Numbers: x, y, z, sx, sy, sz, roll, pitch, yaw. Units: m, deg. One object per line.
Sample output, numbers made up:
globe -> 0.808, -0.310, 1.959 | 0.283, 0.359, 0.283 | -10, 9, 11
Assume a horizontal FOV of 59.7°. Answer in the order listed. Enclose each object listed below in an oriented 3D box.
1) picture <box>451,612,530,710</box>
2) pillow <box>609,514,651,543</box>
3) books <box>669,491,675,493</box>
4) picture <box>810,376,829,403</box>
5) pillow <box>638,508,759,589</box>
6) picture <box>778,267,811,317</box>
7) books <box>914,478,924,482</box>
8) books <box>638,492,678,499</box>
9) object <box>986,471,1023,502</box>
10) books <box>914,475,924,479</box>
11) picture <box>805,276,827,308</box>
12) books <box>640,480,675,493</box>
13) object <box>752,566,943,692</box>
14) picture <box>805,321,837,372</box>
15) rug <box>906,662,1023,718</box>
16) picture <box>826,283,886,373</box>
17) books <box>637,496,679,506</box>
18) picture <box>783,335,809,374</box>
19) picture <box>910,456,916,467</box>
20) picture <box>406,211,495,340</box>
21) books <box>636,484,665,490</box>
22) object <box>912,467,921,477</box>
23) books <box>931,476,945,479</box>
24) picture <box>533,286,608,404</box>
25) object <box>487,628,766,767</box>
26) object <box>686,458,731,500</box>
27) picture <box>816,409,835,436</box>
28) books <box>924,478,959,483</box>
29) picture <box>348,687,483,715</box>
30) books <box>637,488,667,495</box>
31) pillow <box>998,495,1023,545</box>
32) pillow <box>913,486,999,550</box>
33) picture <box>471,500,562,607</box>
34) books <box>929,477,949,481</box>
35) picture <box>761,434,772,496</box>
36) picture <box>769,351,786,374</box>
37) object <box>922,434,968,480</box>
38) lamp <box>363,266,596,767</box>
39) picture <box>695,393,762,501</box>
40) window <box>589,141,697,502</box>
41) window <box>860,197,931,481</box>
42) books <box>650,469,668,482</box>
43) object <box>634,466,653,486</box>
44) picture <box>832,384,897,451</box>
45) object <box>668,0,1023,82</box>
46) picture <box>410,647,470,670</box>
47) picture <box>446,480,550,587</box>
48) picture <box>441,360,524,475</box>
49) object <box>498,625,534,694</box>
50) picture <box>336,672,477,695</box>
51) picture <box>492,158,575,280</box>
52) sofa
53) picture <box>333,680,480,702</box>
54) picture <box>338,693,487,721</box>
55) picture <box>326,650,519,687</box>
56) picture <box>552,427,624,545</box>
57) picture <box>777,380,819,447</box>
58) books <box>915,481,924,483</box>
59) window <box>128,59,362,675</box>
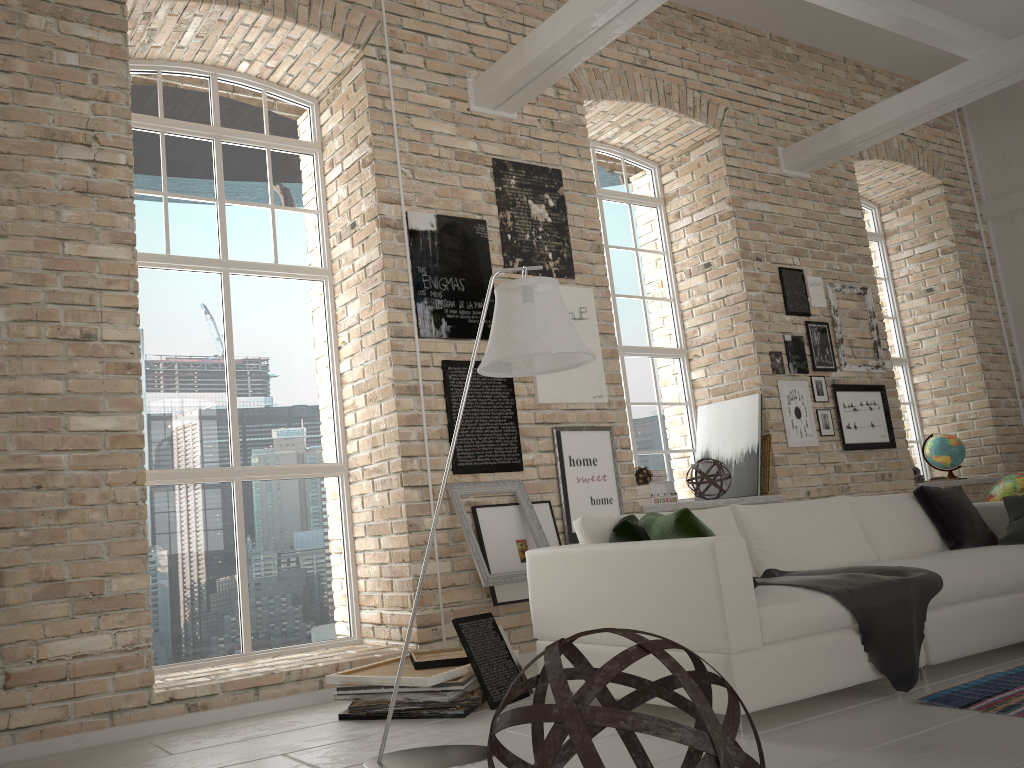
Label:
picture -> -0.095, 1.271, 4.117 | 0.204, 0.406, 0.309 | -13, -12, 33
pillow -> 0.585, 0.739, 3.827 | 0.323, 0.366, 0.398 | -8, -10, 11
books -> 0.998, 0.845, 6.497 | 0.225, 0.088, 0.334 | 0, -11, -30
picture -> 2.430, 0.041, 7.045 | 0.165, 0.213, 0.012 | 0, -12, -32
pillow -> 0.731, 0.670, 3.578 | 0.299, 0.345, 0.423 | -4, -10, -11
picture -> 2.261, -0.736, 7.130 | 0.278, 0.395, 0.019 | 0, -12, -32
books -> 3.444, 0.852, 7.821 | 0.239, 0.030, 0.215 | 1, -11, -35
books -> 0.958, 0.769, 6.105 | 0.254, 0.024, 0.232 | 2, -12, -37
object -> 4.252, 1.143, 7.232 | 0.695, 0.927, 0.614 | -12, -11, 30
books -> 3.448, 0.828, 7.832 | 0.241, 0.026, 0.216 | 2, -12, -38
picture -> 2.484, -0.752, 7.280 | 0.182, 0.260, 0.013 | 0, -12, -32
books -> 0.989, 0.764, 6.513 | 0.222, 0.088, 0.337 | 2, -12, -40
object -> 1.293, 1.036, 3.819 | 0.839, 0.465, 0.823 | 1, -12, -36
picture -> 2.482, -0.302, 7.155 | 0.274, 0.411, 0.011 | 0, -12, -32
rug -> 2.777, 0.950, 2.563 | 1.321, 0.008, 2.843 | 2, -12, -36
picture -> 2.870, -0.465, 7.442 | 0.567, 0.751, 0.027 | 0, -12, -32
books -> 0.960, 0.804, 6.097 | 0.259, 0.049, 0.232 | 2, -12, -37
picture -> 2.226, -0.231, 6.982 | 0.216, 0.307, 0.015 | 0, -12, -32
picture -> 3.753, 0.835, 8.522 | 0.369, 0.293, 0.071 | 0, -12, -32
picture -> -0.360, -0.656, 5.452 | 0.555, 0.788, 0.039 | 0, -12, -32
books -> 0.923, 0.707, 6.115 | 0.172, 0.030, 0.187 | 4, -13, -45
object -> 3.465, 0.790, 7.861 | 0.096, 0.090, 0.469 | -7, -9, 4
books -> 3.709, 0.816, 7.765 | 0.108, 0.013, 0.125 | -11, -11, 30
picture -> 0.346, -0.259, 5.792 | 0.554, 0.787, 0.039 | 0, -12, -32
object -> 0.226, 0.779, 1.818 | 0.577, 0.544, 0.504 | -12, -11, 31
object -> 1.415, 0.685, 6.430 | 0.285, 0.308, 0.326 | 3, -13, -43
picture -> 2.461, 0.304, 6.998 | 0.165, 0.213, 0.012 | 0, -12, -32
books -> 3.732, 0.842, 7.755 | 0.214, 0.022, 0.186 | 1, -11, -34
picture -> -0.435, 1.464, 4.273 | 0.592, 0.048, 0.776 | -5, -9, 1
books -> 0.921, 0.741, 6.106 | 0.207, 0.041, 0.190 | -13, -12, 41
pillow -> 2.874, 0.705, 4.822 | 0.318, 0.306, 0.443 | 4, -13, -44
pillow -> 2.563, 0.767, 5.141 | 0.401, 0.391, 0.256 | 0, -12, -33
picture -> 0.066, 0.978, 5.219 | 0.541, 0.570, 0.156 | 0, -12, -33
books -> 3.719, 0.827, 7.759 | 0.142, 0.014, 0.099 | -12, -12, 37
picture -> 1.794, 0.624, 6.683 | 0.162, 0.462, 0.384 | 1, -12, -36
picture -> 2.035, -0.163, 6.845 | 0.127, 0.179, 0.009 | -1, -12, -27
object -> 4.040, 0.681, 8.291 | 0.311, 0.466, 0.347 | -1, -11, -29
lamp -> -0.128, 0.436, 3.343 | 1.007, 1.781, 0.447 | -6, -10, 1
picture -> 1.655, 0.499, 6.828 | 0.230, 0.766, 0.623 | 1, -12, -35
window -> 4.264, -1.613, 2.287 | 1.343, 2.997, 12.116 | 1, -11, -36
window -> 6.801, -1.581, 3.890 | 1.343, 2.997, 12.116 | 1, -11, -36
books -> 0.976, 0.679, 6.518 | 0.244, 0.085, 0.284 | -12, -11, 35
object -> 0.901, 0.639, 6.182 | 0.140, 0.138, 0.145 | -5, -10, -7
picture -> 2.865, 0.268, 7.254 | 0.671, 0.537, 0.033 | 0, -12, -32
object -> 3.900, -1.655, 2.104 | 9.520, 4.813, 12.557 | 1, -11, -34
picture -> -0.344, 1.329, 4.344 | 0.286, 0.048, 0.390 | -4, -9, -8
picture -> -0.047, 0.837, 5.098 | 0.511, 0.584, 0.300 | 1, -12, -33
picture -> -0.185, 0.198, 5.364 | 0.480, 0.683, 0.068 | 0, -12, -32
object -> -0.046, 1.317, 4.186 | 0.165, 0.332, 0.252 | -13, -12, 33
picture -> -0.428, 1.386, 4.278 | 0.607, 0.048, 0.755 | -7, -9, 13
picture -> 0.139, -1.085, 5.894 | 0.553, 0.786, 0.039 | 0, -12, -32
sofa -> 2.040, 0.849, 3.893 | 3.081, 0.844, 2.300 | 1, -11, -33
picture -> -0.399, 1.424, 4.282 | 0.619, 0.048, 0.740 | -9, -10, 24
picture -> -0.404, 1.494, 4.242 | 0.610, 0.048, 0.754 | -8, -10, 15
picture -> -0.415, 1.345, 4.262 | 0.624, 0.048, 0.733 | -11, -11, 32
picture -> 0.496, 0.643, 5.659 | 0.487, 0.758, 0.013 | 0, -12, -32
picture -> 2.198, 0.226, 6.845 | 0.344, 0.515, 0.014 | 0, -12, -32
books -> 3.449, 0.877, 7.813 | 0.240, 0.025, 0.214 | 1, -11, -33
window -> 1.740, -1.318, 0.610 | 1.343, 3.666, 12.116 | 1, -11, -36
